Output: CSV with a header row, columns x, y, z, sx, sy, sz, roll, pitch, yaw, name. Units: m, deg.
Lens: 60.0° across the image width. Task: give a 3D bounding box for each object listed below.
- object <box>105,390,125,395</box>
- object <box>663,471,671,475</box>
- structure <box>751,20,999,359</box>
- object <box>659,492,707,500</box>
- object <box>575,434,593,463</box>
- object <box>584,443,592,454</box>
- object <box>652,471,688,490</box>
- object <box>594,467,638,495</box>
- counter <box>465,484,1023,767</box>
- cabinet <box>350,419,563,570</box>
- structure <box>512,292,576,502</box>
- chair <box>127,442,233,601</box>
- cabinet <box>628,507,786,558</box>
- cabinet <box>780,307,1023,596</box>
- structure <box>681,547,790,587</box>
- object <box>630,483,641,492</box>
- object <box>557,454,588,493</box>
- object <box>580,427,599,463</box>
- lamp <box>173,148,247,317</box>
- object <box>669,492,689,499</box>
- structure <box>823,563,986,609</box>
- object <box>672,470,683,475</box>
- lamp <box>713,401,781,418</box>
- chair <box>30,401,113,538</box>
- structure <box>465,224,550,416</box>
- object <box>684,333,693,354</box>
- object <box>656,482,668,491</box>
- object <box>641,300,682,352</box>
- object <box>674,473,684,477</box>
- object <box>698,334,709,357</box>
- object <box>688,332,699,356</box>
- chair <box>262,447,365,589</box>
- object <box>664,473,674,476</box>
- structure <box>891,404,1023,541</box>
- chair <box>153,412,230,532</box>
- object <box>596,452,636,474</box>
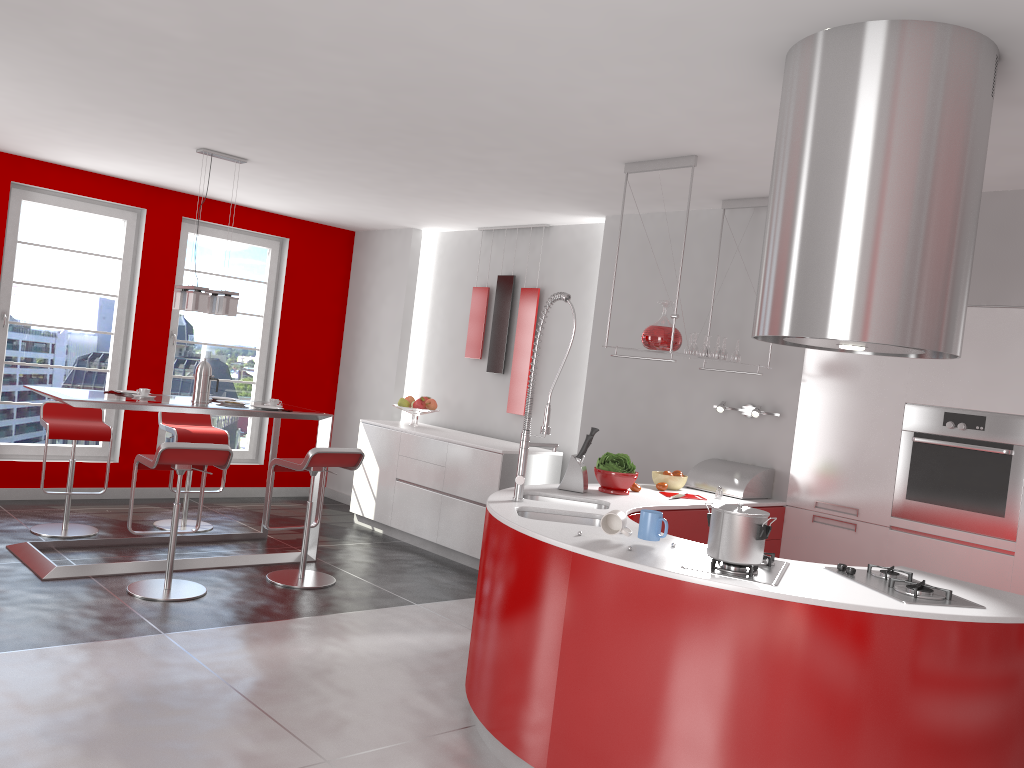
x,y,z,sx,sy,sz,roll,pitch,yaw,name
-2.542,0.050,5.620,0.095,0.012,0.234,6,1,-44,object
0.891,0.522,5.055,0.062,0.052,0.065,7,1,32,object
1.176,-0.589,2.915,0.644,0.958,0.644,7,1,14,structure
0.915,0.600,4.746,0.266,0.006,0.168,7,1,-16,object
0.327,0.385,4.407,0.130,0.279,0.012,7,1,18,object
0.346,0.384,4.458,0.091,0.197,0.009,7,1,18,object
0.891,0.554,5.036,0.201,0.086,0.201,6,1,-42,object
0.529,0.500,4.558,0.228,0.118,0.229,7,1,19,object
0.736,1.036,4.010,1.868,0.880,2.865,7,1,-9,counter
-0.501,0.839,7.025,0.610,0.880,1.802,6,1,-43,cabinet
0.144,0.062,3.855,0.178,0.920,0.308,7,1,1,structure
-1.854,0.725,4.908,0.418,0.857,0.460,6,1,-38,chair
0.965,1.029,4.161,1.025,0.761,1.875,7,1,3,cabinet
2.608,0.675,4.383,0.614,2.026,2.398,6,1,-43,cabinet
0.763,0.595,2.986,0.303,0.037,0.457,7,1,22,structure
0.655,0.548,4.712,0.063,0.048,0.064,7,1,25,object
0.313,0.444,4.441,0.137,0.178,0.091,7,1,20,object
0.347,0.371,4.430,0.150,0.322,0.014,7,1,18,object
-1.925,-0.968,5.716,0.304,1.025,0.304,6,1,-43,lamp
0.888,0.591,4.696,0.041,0.008,0.375,7,1,24,object
1.293,0.658,2.951,0.303,0.037,0.457,7,1,-13,structure
0.946,0.524,5.081,0.066,0.058,0.055,7,1,33,object
1.360,0.155,5.226,0.155,0.081,0.454,6,1,-43,lamp
-2.997,0.571,6.028,0.418,0.857,0.460,6,1,-35,chair
-0.084,-0.536,7.211,0.040,1.503,0.820,6,1,-43,structure
1.013,-0.217,5.050,0.060,0.141,0.060,7,1,24,object
0.827,0.568,4.900,0.065,0.047,0.063,6,1,-43,object
0.791,-0.299,4.637,0.213,0.266,0.213,7,1,-15,object
0.941,0.529,5.019,0.062,0.049,0.066,8,1,44,object
1.087,-0.207,5.006,0.060,0.141,0.060,6,1,-43,object
1.015,-0.215,4.938,0.060,0.141,0.060,6,1,-43,object
-1.239,0.789,5.471,0.460,0.857,0.418,8,1,43,chair
0.881,0.523,4.990,0.066,0.049,0.062,6,1,-35,object
2.200,0.421,4.385,0.050,0.589,0.599,6,1,-43,structure
-2.405,0.632,6.603,0.418,0.857,0.460,6,1,-40,chair
0.528,0.447,4.550,0.198,0.182,0.193,6,1,-37,object
